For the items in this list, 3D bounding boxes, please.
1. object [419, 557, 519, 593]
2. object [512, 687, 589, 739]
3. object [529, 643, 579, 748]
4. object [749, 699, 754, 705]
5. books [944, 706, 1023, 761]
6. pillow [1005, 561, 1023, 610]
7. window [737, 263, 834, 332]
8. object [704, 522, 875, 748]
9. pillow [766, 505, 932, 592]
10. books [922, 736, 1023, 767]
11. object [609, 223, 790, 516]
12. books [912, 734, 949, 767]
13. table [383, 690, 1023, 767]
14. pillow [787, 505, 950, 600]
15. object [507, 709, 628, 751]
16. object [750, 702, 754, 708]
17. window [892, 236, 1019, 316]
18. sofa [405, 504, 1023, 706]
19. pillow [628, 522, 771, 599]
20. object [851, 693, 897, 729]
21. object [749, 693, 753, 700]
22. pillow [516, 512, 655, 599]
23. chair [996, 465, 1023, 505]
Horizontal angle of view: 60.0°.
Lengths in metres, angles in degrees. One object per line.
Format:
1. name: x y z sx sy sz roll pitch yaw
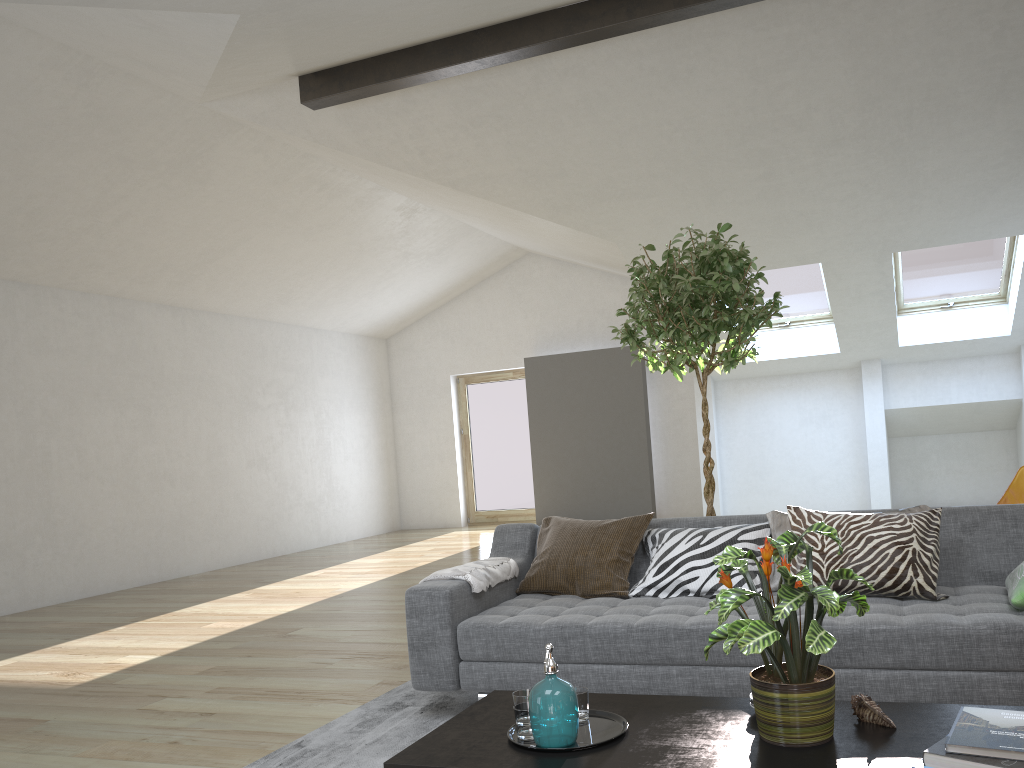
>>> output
1. object: -0.183 0.951 3.712 0.361 0.419 0.477 -5 -2 26
2. object: 0.093 0.813 2.249 0.236 0.107 0.096 -1 -3 -40
3. object: 0.097 0.738 2.120 0.123 0.239 0.115 -4 0 -42
4. object: 0.662 0.807 2.242 0.124 0.021 0.118 -2 -5 -27
5. books: 0.967 0.693 1.767 0.160 0.019 0.254 -7 -5 33
6. pillow: 1.765 0.609 2.946 0.230 0.261 0.438 -5 -3 25
7. window: 2.695 -0.927 9.004 1.488 0.728 1.884 -6 -4 23
8. object: 0.637 0.596 2.083 0.382 0.526 0.430 -4 -1 -3
9. pillow: 1.299 0.648 3.447 0.649 0.318 0.260 -6 -2 22
10. books: 0.964 0.718 1.759 0.296 0.030 0.175 0 -6 -42
11. object: 0.901 0.263 4.201 0.812 2.020 0.800 -4 0 1
12. books: 0.952 0.742 1.774 0.193 0.019 0.313 -8 -6 42
13. table: 0.563 0.985 2.077 1.567 0.325 0.614 -6 -3 21
14. pillow: 1.290 0.611 3.264 0.563 0.341 0.278 -6 -2 26
15. object: 0.138 0.856 2.197 0.291 0.012 0.309 -7 -5 36
16. object: 0.663 0.816 2.243 0.124 0.021 0.118 -2 -5 -27
17. window: 4.183 -1.082 8.426 1.488 0.728 1.884 -6 -4 23
18. sofa: 0.944 0.870 3.404 2.489 0.683 1.014 -6 -3 21
19. pillow: 0.767 0.724 3.606 0.566 0.283 0.354 -6 -3 22
20. object: 0.851 0.769 2.096 0.069 0.078 0.123 -4 -3 -9
21. object: 0.663 0.797 2.245 0.119 0.024 0.123 -6 -4 18
22. pillow: 0.300 0.744 3.834 0.582 0.338 0.307 -6 -2 31
23. chair: 2.989 0.819 4.931 0.717 0.723 0.655 -3 -2 -37
